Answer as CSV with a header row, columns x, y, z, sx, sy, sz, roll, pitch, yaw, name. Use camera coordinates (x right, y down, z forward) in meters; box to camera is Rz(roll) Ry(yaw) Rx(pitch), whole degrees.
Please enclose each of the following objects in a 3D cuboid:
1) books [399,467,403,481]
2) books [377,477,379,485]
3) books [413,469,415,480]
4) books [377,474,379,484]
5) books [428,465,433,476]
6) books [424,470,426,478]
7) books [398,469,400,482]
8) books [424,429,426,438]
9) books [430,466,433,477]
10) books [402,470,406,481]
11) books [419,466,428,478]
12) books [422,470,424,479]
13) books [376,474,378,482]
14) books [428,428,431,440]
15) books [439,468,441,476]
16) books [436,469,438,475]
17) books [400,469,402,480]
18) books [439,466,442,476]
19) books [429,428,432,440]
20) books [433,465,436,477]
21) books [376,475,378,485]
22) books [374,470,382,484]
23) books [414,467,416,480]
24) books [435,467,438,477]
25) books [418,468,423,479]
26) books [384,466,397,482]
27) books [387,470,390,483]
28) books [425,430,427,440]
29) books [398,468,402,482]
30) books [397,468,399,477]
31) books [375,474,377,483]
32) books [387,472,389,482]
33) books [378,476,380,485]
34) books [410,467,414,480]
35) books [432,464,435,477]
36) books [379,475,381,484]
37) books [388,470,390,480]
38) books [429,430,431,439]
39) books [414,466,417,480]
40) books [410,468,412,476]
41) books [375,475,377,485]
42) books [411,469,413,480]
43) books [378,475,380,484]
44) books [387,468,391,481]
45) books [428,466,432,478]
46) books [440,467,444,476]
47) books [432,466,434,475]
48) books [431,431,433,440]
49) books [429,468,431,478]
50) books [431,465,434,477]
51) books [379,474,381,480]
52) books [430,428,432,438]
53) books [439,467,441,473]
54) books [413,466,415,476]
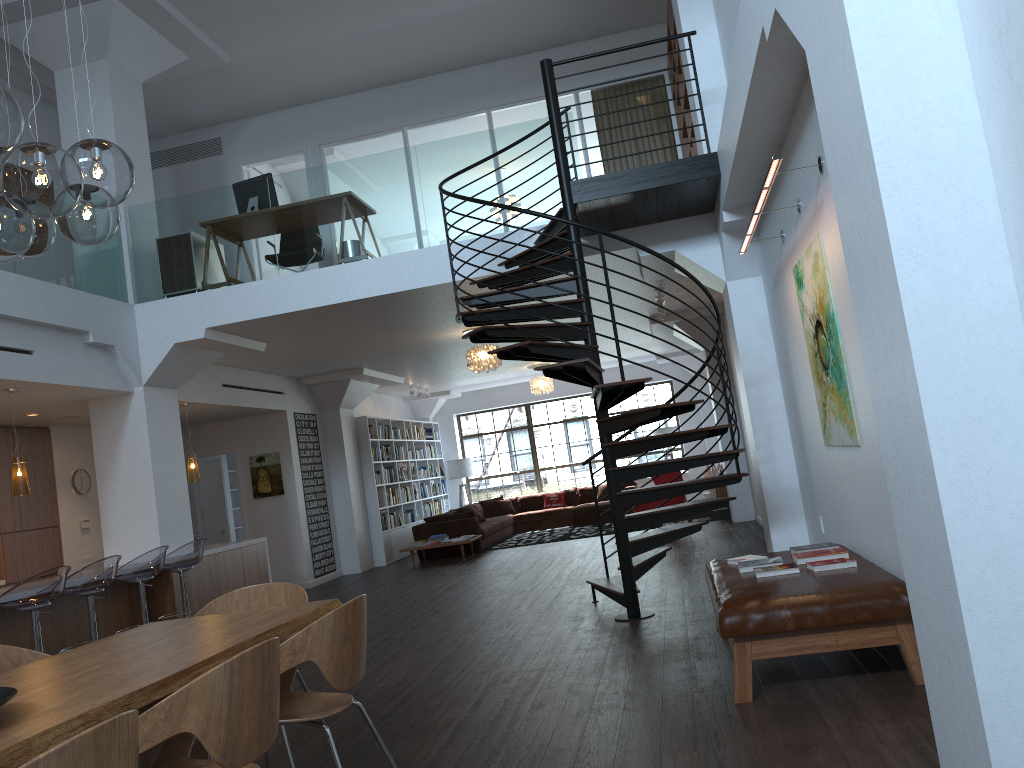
x,y,z,sx,sy,sz,roll,pitch,yaw,name
-2.046,1.621,15.777,0.183,0.253,0.042,-9,-5,9,books
-2.255,1.568,14.490,0.128,0.178,0.022,-9,-5,9,books
-1.899,1.684,16.499,0.161,0.223,0.030,-9,-5,9,books
-2.242,1.571,14.507,0.109,0.171,0.018,-9,-5,9,books
-1.690,1.758,17.761,0.183,0.253,0.042,-9,-5,9,books
-1.748,1.761,17.266,0.109,0.171,0.018,-9,-5,9,books
-2.062,1.623,15.621,0.161,0.223,0.032,-9,-5,9,books
-1.812,1.026,17.724,0.161,0.223,0.033,-9,-5,9,books
-1.680,1.768,17.721,0.161,0.223,0.032,-9,-5,9,books
-2.010,1.651,15.892,0.161,0.207,0.135,-9,-5,9,books
-1.734,1.742,17.409,0.140,0.231,0.042,-9,-5,9,books
-1.786,1.739,17.084,0.139,0.191,0.036,-9,-5,9,books
-2.261,1.563,14.465,0.134,0.184,0.030,-9,-5,9,books
-1.763,1.034,18.045,0.183,0.253,0.042,-9,-5,9,books
-1.567,1.813,18.360,0.161,0.222,0.084,-9,-5,9,books
-1.608,1.806,18.136,0.161,0.207,0.135,-9,-5,9,books
-2.036,1.631,15.737,0.161,0.223,0.032,-9,-5,9,books
-1.559,1.829,18.458,0.167,0.210,0.162,-9,-5,9,books
-1.748,1.040,18.131,0.183,0.253,0.042,-9,-5,9,books
-1.644,1.774,17.995,0.183,0.253,0.042,-9,-5,9,books
-2.258,1.563,14.438,0.128,0.178,0.021,-9,-5,9,books
-2.229,1.552,14.650,0.140,0.231,0.042,-9,-5,9,books
-1.893,1.682,16.603,0.171,0.246,0.036,-9,-5,9,books
-1.628,1.789,18.083,0.174,0.236,0.142,-9,-5,9,books
-1.799,1.730,17.045,0.140,0.206,0.042,-9,-5,9,books
-2.111,1.576,15.399,0.176,0.294,0.102,-9,-5,9,books
-2.163,1.583,15.035,0.161,0.223,0.027,-9,-5,9,books
-1.798,1.027,17.753,0.161,0.223,0.032,-9,-5,9,books
-2.055,1.618,15.664,0.174,0.240,0.054,-9,-5,9,books
-2.078,1.609,15.594,0.160,0.251,0.031,-9,-5,9,books
-2.260,1.562,14.416,0.128,0.178,0.022,-9,-5,9,books
-2.178,1.569,15.012,0.159,0.250,0.026,-9,-5,9,books
-2.232,1.580,14.523,0.110,0.153,0.019,-9,-5,9,books
-1.918,1.666,16.432,0.174,0.251,0.051,-9,-5,9,books
-1.665,1.766,17.911,0.180,0.259,0.042,-9,-5,9,books
-2.217,1.579,14.585,0.106,0.162,0.032,-9,-5,9,books
-2.161,1.585,15.062,0.161,0.223,0.026,-9,-5,9,books
-1.761,1.038,18.089,0.183,0.253,0.042,-9,-5,9,books
-1.890,1.683,16.640,0.160,0.251,0.036,-9,-5,9,books
-1.940,1.664,16.365,0.160,0.251,0.029,-9,-5,9,books
-2.272,1.551,14.398,0.127,0.200,0.020,-9,-5,9,books
-1.924,1.678,16.391,0.161,0.223,0.030,-9,-5,9,books
-2.230,1.582,14.541,0.110,0.153,0.018,-9,-5,9,books
-2.173,1.579,15.134,0.182,0.253,0.034,-9,-5,9,books
-1.699,1.756,17.648,0.174,0.240,0.054,-9,-5,9,books
-1.535,1.830,18.546,0.182,0.215,0.188,-9,-5,9,books
-1.669,1.767,17.871,0.160,0.251,0.039,-9,-5,9,books
-1.734,1.046,18.217,0.183,0.253,0.042,-9,-5,9,books
-1.706,1.761,17.605,0.161,0.223,0.032,-9,-5,9,books
-1.673,1.766,17.832,0.171,0.246,0.039,-9,-5,9,books
-2.214,1.579,14.610,0.107,0.167,0.017,-9,-5,9,books
-1.740,1.043,18.174,0.183,0.253,0.042,-9,-5,9,books
-1.563,1.818,18.394,0.161,0.218,0.101,-9,-5,9,books
-1.909,1.676,16.537,0.183,0.253,0.039,-9,-5,9,books
